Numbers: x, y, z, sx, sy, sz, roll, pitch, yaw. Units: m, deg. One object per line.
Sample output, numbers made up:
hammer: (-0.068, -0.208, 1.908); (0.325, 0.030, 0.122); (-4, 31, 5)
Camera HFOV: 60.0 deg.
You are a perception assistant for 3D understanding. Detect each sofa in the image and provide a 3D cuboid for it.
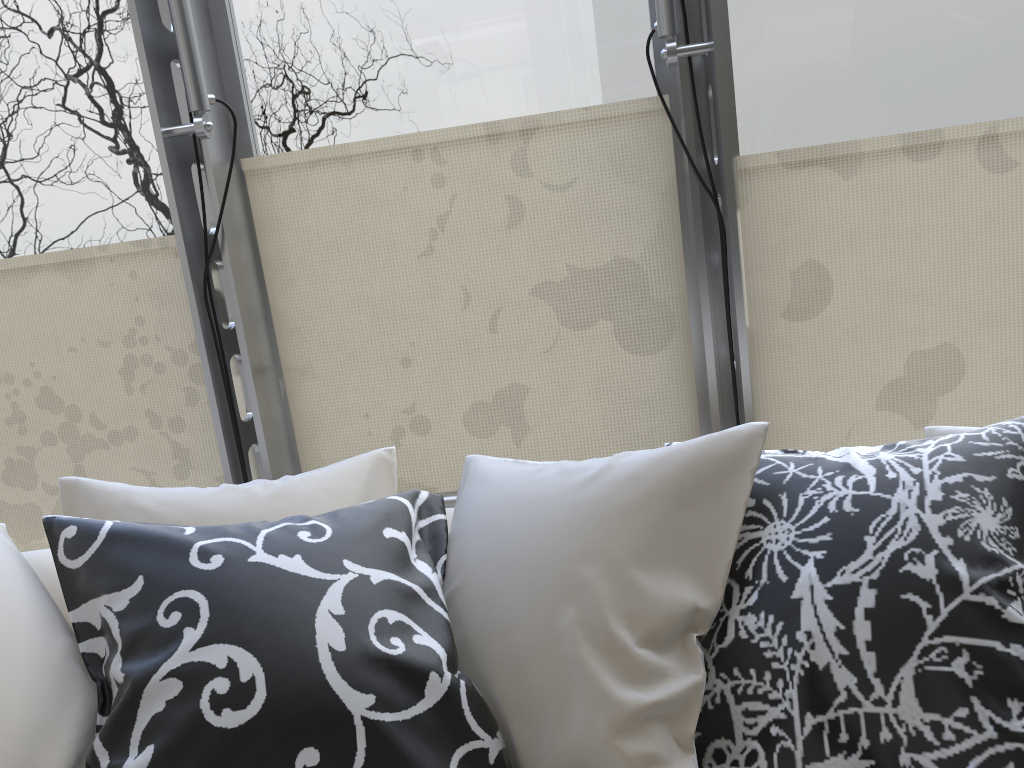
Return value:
sofa: (0.601, 0.479, 0.413); (4.169, 0.866, 3.257); (-6, -5, 8)

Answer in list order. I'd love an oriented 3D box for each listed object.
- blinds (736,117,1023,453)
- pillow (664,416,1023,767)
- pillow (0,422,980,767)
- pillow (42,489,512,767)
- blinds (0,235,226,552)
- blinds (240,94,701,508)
blinds: (1.414, -0.206, 2.536); (1.430, 1.027, 0.329); (-6, -5, 8)
pillow: (0.456, 0.292, 1.209); (0.608, 0.467, 0.382); (-8, -6, 28)
pillow: (0.335, 0.281, 1.091); (3.322, 0.530, 1.656); (-3, -5, -21)
pillow: (-0.296, 0.389, 1.176); (0.599, 0.483, 0.405); (-3, -5, -23)
blinds: (-1.607, 0.115, 2.990); (1.430, 1.027, 0.329); (-6, -5, 8)
blinds: (-0.117, -0.140, 2.744); (1.376, 1.214, 0.387); (-6, -5, 8)
